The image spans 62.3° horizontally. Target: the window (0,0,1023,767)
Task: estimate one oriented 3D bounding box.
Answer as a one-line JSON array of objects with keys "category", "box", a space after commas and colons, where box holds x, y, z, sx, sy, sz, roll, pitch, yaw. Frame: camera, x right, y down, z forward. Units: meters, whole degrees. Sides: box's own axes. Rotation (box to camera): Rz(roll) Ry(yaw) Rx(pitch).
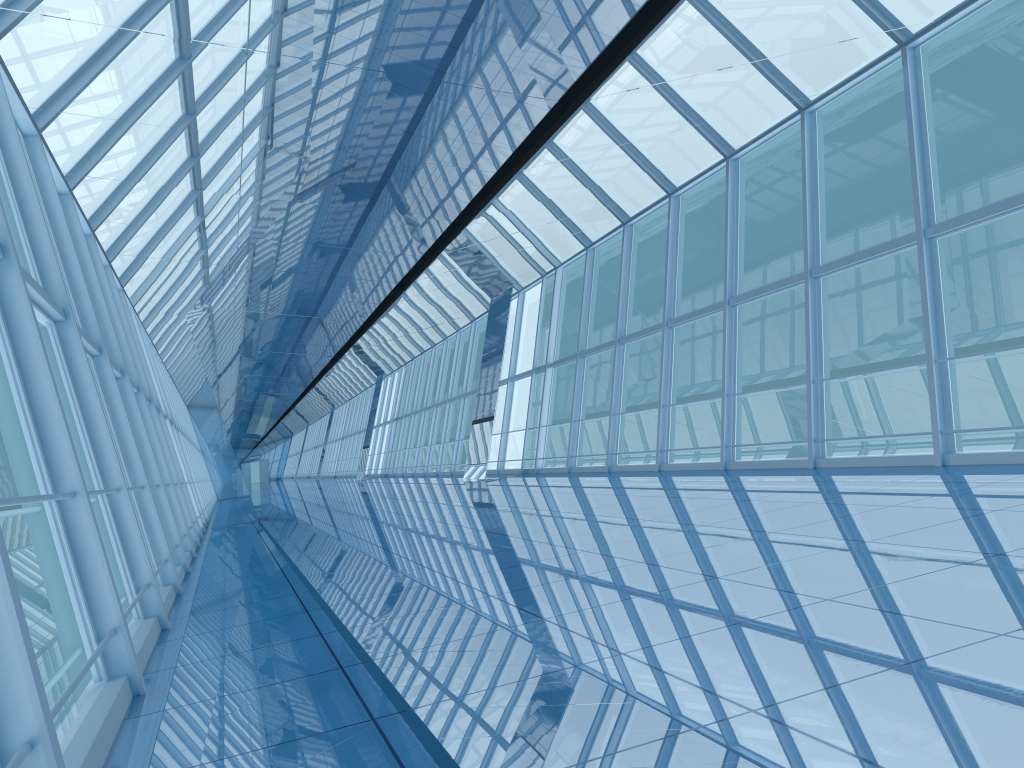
[{"category": "window", "box": [-11.648, 2.917, 43.724, 10.004, 4.992, 103.605, -7, -4, -19]}]
